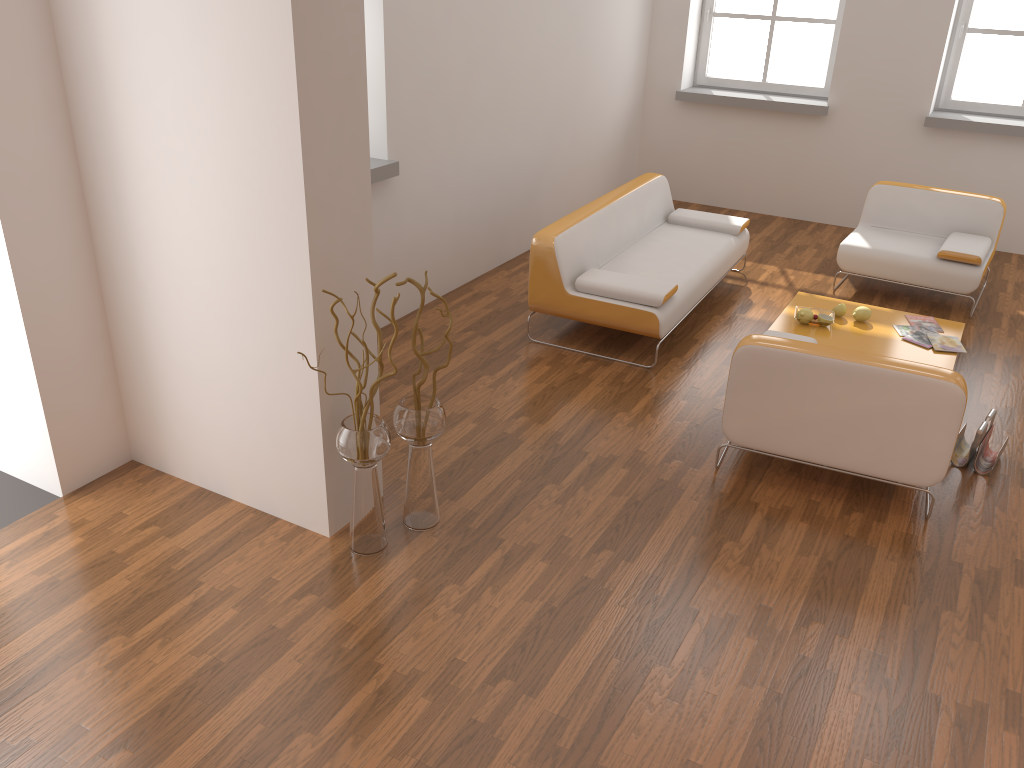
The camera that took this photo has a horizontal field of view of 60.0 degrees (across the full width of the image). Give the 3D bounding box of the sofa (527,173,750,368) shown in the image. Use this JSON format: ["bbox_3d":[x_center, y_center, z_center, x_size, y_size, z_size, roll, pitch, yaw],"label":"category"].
[{"bbox_3d":[0.915,-0.841,5.804,0.825,0.661,2.010,14,29,24],"label":"sofa"}]

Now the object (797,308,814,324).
[{"bbox_3d":[1.740,-0.404,5.257,0.102,0.095,0.101,1,26,-2],"label":"object"}]

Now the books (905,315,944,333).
[{"bbox_3d":[2.482,-0.366,5.344,0.171,0.004,0.249,6,26,8],"label":"books"}]

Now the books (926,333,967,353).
[{"bbox_3d":[2.472,-0.233,5.051,0.171,0.004,0.249,7,26,10],"label":"books"}]

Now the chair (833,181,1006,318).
[{"bbox_3d":[2.854,-0.977,6.216,0.923,0.661,0.825,17,30,28],"label":"chair"}]

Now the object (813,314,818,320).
[{"bbox_3d":[1.805,-0.410,5.329,0.134,0.037,0.061,19,31,31],"label":"object"}]

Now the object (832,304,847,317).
[{"bbox_3d":[1.989,-0.450,5.385,0.094,0.087,0.080,-15,31,-30],"label":"object"}]

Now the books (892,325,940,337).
[{"bbox_3d":[2.383,-0.308,5.218,0.249,0.004,0.171,3,26,3],"label":"books"}]

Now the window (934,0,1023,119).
[{"bbox_3d":[4.141,-2.918,6.807,1.308,1.737,0.142,15,29,25],"label":"window"}]

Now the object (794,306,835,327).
[{"bbox_3d":[1.805,-0.394,5.303,0.227,0.048,0.227,10,27,16],"label":"object"}]

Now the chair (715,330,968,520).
[{"bbox_3d":[1.503,0.041,4.032,0.923,0.661,0.825,13,28,21],"label":"chair"}]

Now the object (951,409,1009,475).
[{"bbox_3d":[2.193,0.260,4.144,0.189,0.217,0.281,20,32,33],"label":"object"}]

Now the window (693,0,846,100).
[{"bbox_3d":[2.302,-3.418,7.703,1.308,1.737,0.142,15,29,25],"label":"window"}]

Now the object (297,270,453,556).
[{"bbox_3d":[-0.506,0.124,3.211,0.655,1.112,0.284,-19,33,-36],"label":"object"}]

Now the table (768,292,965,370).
[{"bbox_3d":[2.064,-0.235,5.222,1.000,0.150,1.000,15,29,25],"label":"table"}]

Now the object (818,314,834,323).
[{"bbox_3d":[1.851,-0.371,5.245,0.091,0.065,0.092,-2,26,-9],"label":"object"}]

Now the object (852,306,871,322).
[{"bbox_3d":[2.103,-0.421,5.330,0.105,0.091,0.103,12,28,20],"label":"object"}]

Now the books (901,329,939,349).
[{"bbox_3d":[2.388,-0.262,5.115,0.249,0.004,0.171,-18,32,-34],"label":"books"}]
